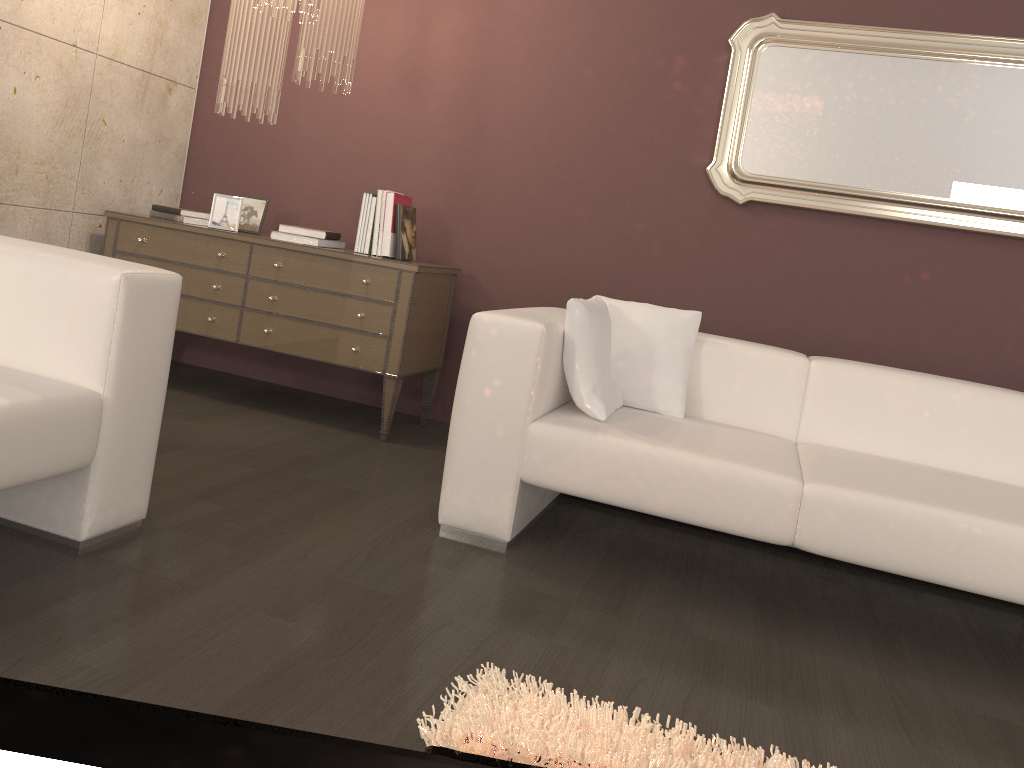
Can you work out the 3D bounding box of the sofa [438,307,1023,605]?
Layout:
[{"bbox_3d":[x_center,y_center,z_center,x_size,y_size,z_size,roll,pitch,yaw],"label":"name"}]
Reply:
[{"bbox_3d":[1.244,0.319,2.633,2.798,0.647,0.946,12,7,16],"label":"sofa"}]

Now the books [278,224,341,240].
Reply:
[{"bbox_3d":[-0.898,-0.676,3.924,0.211,0.034,0.291,9,8,0],"label":"books"}]

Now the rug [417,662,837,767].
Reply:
[{"bbox_3d":[0.637,0.826,0.780,2.009,0.067,1.515,12,9,16],"label":"rug"}]

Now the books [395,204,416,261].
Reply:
[{"bbox_3d":[-0.465,-0.659,3.848,0.069,0.236,0.173,10,4,15],"label":"books"}]

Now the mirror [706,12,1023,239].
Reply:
[{"bbox_3d":[1.724,-1.020,3.534,1.793,0.820,0.047,12,2,16],"label":"mirror"}]

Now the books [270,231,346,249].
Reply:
[{"bbox_3d":[-0.898,-0.638,3.908,0.225,0.035,0.309,11,9,10],"label":"books"}]

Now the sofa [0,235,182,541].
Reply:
[{"bbox_3d":[-1.579,0.033,1.426,0.948,0.646,2.035,11,8,15],"label":"sofa"}]

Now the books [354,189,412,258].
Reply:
[{"bbox_3d":[-0.557,-0.705,3.879,0.179,0.288,0.204,10,4,15],"label":"books"}]

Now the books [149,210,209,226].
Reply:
[{"bbox_3d":[-1.528,-0.773,4.119,0.278,0.031,0.200,15,10,35],"label":"books"}]

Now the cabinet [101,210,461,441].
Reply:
[{"bbox_3d":[-1.086,-0.290,3.968,1.536,0.726,0.533,12,5,16],"label":"cabinet"}]

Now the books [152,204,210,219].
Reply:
[{"bbox_3d":[-1.535,-0.801,4.099,0.235,0.027,0.169,15,10,35],"label":"books"}]

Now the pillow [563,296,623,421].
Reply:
[{"bbox_3d":[0.264,-0.093,2.790,0.187,0.356,0.377,10,5,14],"label":"pillow"}]

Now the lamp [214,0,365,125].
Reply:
[{"bbox_3d":[-0.608,-2.369,3.284,0.480,2.821,0.490,8,3,-38],"label":"lamp"}]

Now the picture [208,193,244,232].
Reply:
[{"bbox_3d":[-1.274,-0.764,3.923,0.127,0.156,0.051,8,3,-14],"label":"picture"}]

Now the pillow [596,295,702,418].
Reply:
[{"bbox_3d":[0.433,-0.100,3.020,0.378,0.360,0.169,11,3,14],"label":"pillow"}]

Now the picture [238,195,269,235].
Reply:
[{"bbox_3d":[-1.217,-0.786,4.086,0.141,0.170,0.078,10,3,1],"label":"picture"}]
